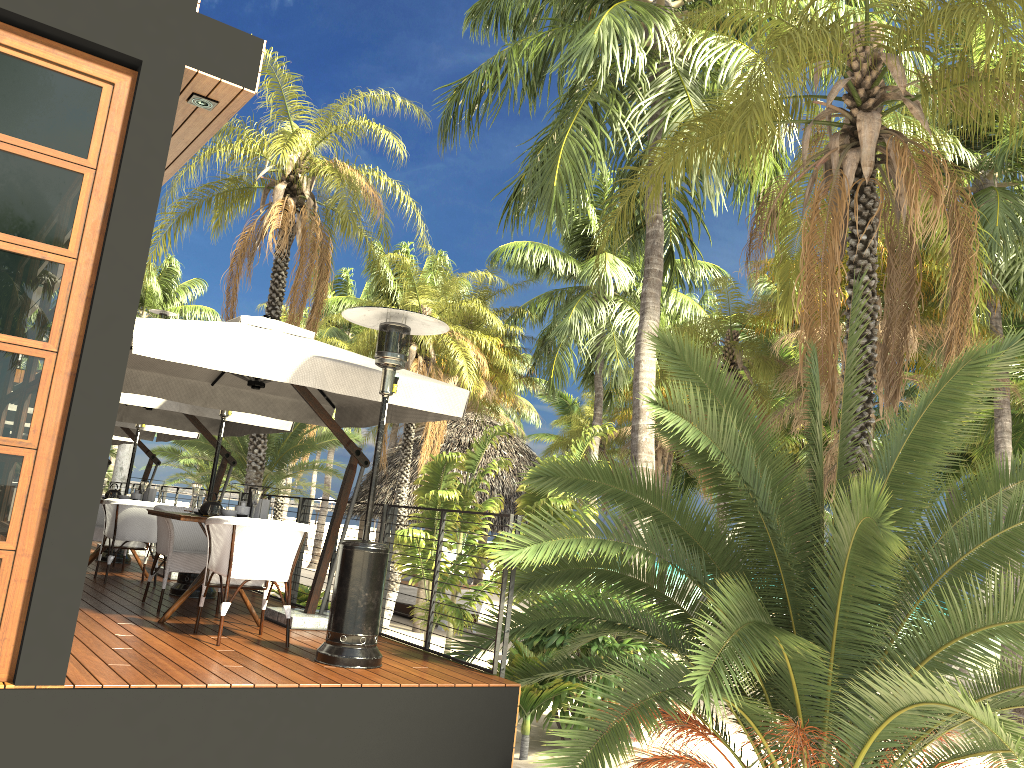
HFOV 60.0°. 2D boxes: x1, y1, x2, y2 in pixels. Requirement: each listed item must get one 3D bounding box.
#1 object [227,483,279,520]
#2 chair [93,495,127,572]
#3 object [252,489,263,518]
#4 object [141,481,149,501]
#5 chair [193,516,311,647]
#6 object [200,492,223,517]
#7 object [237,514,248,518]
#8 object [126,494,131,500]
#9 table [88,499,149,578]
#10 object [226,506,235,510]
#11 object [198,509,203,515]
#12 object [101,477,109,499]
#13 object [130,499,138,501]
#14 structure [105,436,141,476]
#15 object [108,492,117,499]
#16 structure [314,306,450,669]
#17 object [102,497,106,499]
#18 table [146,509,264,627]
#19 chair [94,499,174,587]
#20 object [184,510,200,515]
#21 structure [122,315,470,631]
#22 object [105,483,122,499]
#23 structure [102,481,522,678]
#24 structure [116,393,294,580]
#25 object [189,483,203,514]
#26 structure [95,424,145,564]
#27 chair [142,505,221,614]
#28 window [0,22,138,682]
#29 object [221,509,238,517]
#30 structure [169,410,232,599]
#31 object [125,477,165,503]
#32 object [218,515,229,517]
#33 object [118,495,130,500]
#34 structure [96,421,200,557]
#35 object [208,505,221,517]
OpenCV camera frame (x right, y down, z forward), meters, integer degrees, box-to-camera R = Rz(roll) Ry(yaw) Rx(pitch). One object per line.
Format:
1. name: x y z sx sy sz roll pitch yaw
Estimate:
1. object: -1.956 0.901 6.699 0.263 0.265 0.262 5 -10 10
2. chair: -4.547 1.640 9.857 0.626 0.791 0.616 13 -12 -33
3. object: -1.872 0.885 6.457 0.082 0.228 0.082 13 -12 -33
4. object: -3.841 1.130 9.227 0.082 0.228 0.082 13 -12 -33
5. chair: -1.707 1.279 5.818 0.626 0.791 0.616 13 -12 -33
6. object: -2.202 0.886 6.525 0.167 0.179 0.163 14 -12 -36
7. object: -1.961 0.969 6.440 0.080 0.042 0.080 15 -13 -42
8. object: -4.127 1.228 9.559 0.086 0.086 0.086 12 -12 -29
9. table: -4.113 1.605 9.247 0.929 0.752 0.930 13 -12 -34
10. object: -2.159 0.983 6.789 0.086 0.086 0.086 12 -12 -29
11. object: -2.317 0.965 6.652 0.080 0.042 0.080 2 -11 24
12. object: -4.356 1.107 9.438 0.082 0.228 0.082 13 -12 -33
13. object: -3.930 1.215 9.209 0.080 0.042 0.080 15 -13 -42
14. structure: -7.892 1.337 14.966 2.408 2.341 2.410 13 -12 -34
15. object: -4.087 1.152 9.082 0.086 0.086 0.086 12 -12 -29
16. structure: -0.867 0.608 5.557 0.699 2.200 0.697 -3 -14 42
17. object: -4.337 1.239 9.576 0.294 0.025 0.170 13 -12 -34
18. table: -2.158 1.361 6.497 0.929 0.752 0.930 13 -12 -34
19. chair: -3.671 1.524 8.581 0.626 0.791 0.616 13 -12 -33
20. object: -2.368 0.994 6.807 0.294 0.025 0.170 13 -12 -34
21. structure: -2.046 0.609 6.739 2.408 2.341 2.410 13 -12 -34
22. object: -4.170 1.131 9.295 0.167 0.179 0.163 14 -12 -36
23. structure: -7.643 2.346 16.235 0.163 1.157 26.233 14 -12 -34
24. structure: -3.994 0.852 9.481 2.408 2.341 2.410 13 -12 -34
25. object: -2.387 0.862 6.669 0.082 0.228 0.082 13 -12 -33
26. structure: -4.736 1.091 11.001 0.699 2.200 0.697 -3 -14 42
27. chair: -2.611 1.399 7.132 0.626 0.791 0.616 13 -12 -33
28. window: -15.956 -7.061 18.056 38.416 18.024 14.441 0 -12 32
29. object: -2.040 0.940 6.385 0.116 0.065 0.116 12 -11 -30
30. structure: -2.775 0.846 8.242 0.699 2.200 0.697 -3 -14 42
31. object: -3.924 1.146 9.468 0.263 0.265 0.262 5 -10 10
32. object: -1.913 0.957 6.280 0.294 0.025 0.170 13 -12 -34
33. object: -4.008 1.185 9.155 0.116 0.065 0.116 12 -11 -30
34. structure: -5.943 1.095 12.223 2.408 2.341 2.410 13 -12 -34
35. object: -2.118 0.907 6.313 0.086 0.086 0.086 12 -12 -29
